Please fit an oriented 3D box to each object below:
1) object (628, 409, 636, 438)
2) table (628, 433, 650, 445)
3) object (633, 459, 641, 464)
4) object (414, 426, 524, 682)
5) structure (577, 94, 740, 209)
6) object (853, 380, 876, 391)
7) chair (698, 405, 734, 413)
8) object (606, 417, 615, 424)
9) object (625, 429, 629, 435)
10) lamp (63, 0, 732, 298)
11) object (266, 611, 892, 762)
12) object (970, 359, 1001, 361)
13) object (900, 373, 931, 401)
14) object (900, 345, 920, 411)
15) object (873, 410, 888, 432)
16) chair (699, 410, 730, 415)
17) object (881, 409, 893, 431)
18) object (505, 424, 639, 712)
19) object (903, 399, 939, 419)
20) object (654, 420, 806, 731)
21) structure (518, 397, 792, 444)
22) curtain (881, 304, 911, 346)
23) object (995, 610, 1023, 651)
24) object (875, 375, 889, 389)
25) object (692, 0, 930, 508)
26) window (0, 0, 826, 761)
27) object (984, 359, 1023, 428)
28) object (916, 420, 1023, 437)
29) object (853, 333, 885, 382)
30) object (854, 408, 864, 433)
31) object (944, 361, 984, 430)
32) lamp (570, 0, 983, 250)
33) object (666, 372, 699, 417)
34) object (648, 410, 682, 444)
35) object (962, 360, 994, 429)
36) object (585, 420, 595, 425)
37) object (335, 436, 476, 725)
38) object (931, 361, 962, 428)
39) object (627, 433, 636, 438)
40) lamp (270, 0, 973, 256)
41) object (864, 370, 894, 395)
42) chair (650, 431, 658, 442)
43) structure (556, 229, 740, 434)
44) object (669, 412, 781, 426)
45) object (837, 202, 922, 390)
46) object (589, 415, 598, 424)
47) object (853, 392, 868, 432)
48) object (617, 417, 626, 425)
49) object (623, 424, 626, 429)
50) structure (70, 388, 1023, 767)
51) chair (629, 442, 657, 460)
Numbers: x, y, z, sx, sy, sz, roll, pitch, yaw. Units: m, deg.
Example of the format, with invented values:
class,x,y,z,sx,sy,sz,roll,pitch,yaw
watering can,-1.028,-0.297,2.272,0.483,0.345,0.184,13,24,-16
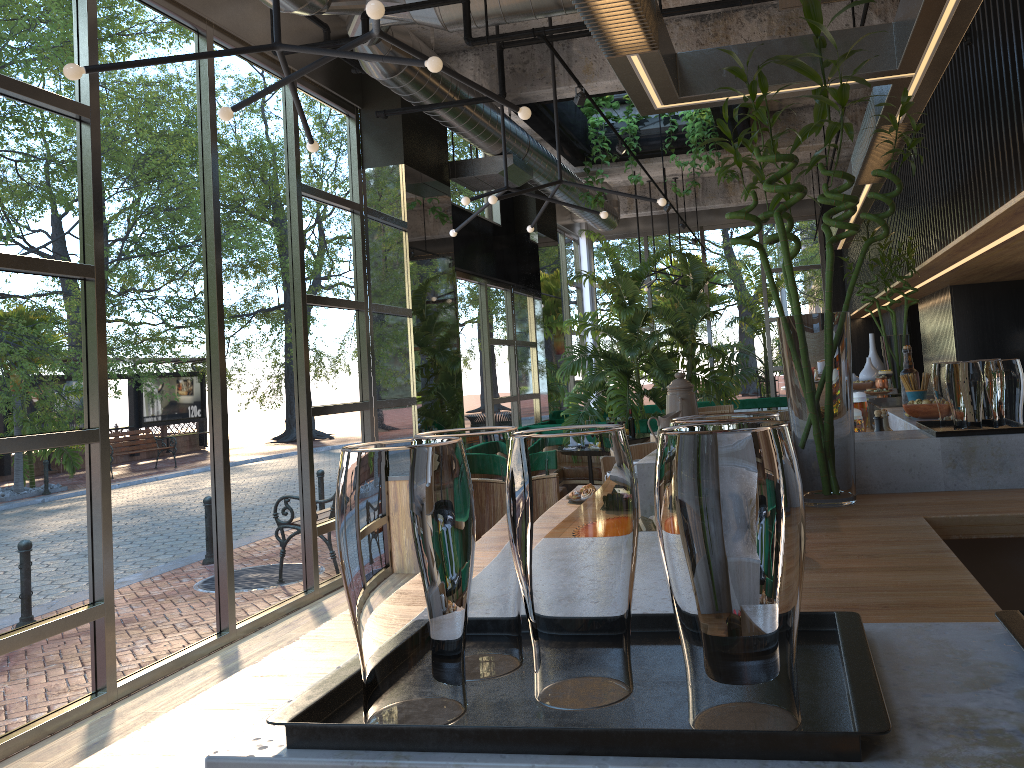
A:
class,x,y,z,sx,sy,sz,roll,pitch,yaw
object,1.242,0.406,9.240,0.065,0.300,0.071,-6,-4,31
table,0.969,0.950,9.407,1.132,0.753,1.066,-4,-1,-16
object,0.354,0.322,3.134,0.436,0.073,0.173,-4,0,-40
object,-0.035,0.146,0.786,0.101,0.210,0.109,-5,-3,30
structure,1.779,-2.834,10.350,2.063,1.521,1.481,-5,-2,44
object,2.442,0.007,6.164,0.185,0.073,0.235,-4,0,35
chair,1.724,0.659,6.867,0.527,0.972,0.566,-5,-3,25
object,1.080,0.463,9.701,0.102,0.201,0.102,-4,-3,4
object,1.187,0.507,9.386,0.097,0.064,0.165,-4,0,-13
lamp,1.343,-2.208,5.175,4.972,1.828,19.299,-4,0,17
object,0.069,0.235,0.725,0.428,0.019,0.278,-4,0,14
object,1.513,0.027,2.821,0.110,0.210,0.100,-2,-3,-30
object,1.618,0.037,3.559,0.108,0.162,0.102,-2,-3,-40
object,1.669,-0.025,3.726,0.078,0.277,0.071,-1,-5,-39
object,1.247,0.191,2.963,0.067,0.215,0.171,-6,-3,41
chair,1.477,0.681,6.076,0.558,0.972,0.535,-3,-3,-10
object,1.278,0.191,3.032,0.072,0.211,0.068,-3,-4,-18
object,0.051,0.141,0.706,0.101,0.210,0.109,-5,-3,30
object,1.551,0.087,3.305,0.185,0.073,0.235,-4,0,35
object,0.157,0.134,0.628,0.104,0.210,0.106,-4,-3,10
structure,1.245,0.565,4.804,5.894,1.553,20.536,-4,0,17
curtain,5.389,-0.033,12.410,0.119,2.064,3.343,-5,-1,17
object,0.593,0.200,0.609,0.428,0.019,0.278,-4,0,14
object,2.386,-0.004,5.792,0.160,0.107,0.086,-3,-2,-30
object,0.844,-0.448,2.501,0.653,1.554,0.601,-5,-3,20
window,0.028,-1.839,5.193,4.047,6.510,20.788,-4,0,17
object,1.434,0.034,2.580,0.110,0.210,0.100,-2,-3,-30
object,1.405,0.130,2.711,0.266,0.019,0.447,-4,0,16
object,2.569,-0.164,6.397,0.329,0.399,0.306,-3,-2,-26
object,1.469,0.191,3.852,0.109,0.172,0.139,-4,-2,9
object,1.334,0.040,2.614,0.110,0.210,0.100,-2,-3,-30
lamp,2.782,-2.149,3.836,4.902,2.138,6.835,-4,0,10
object,0.552,0.079,2.901,0.121,0.235,0.208,-3,-2,-15
object,0.475,0.142,2.707,0.096,0.120,0.090,-5,-2,24
object,1.424,0.033,2.707,0.110,0.210,0.100,-1,-4,-40
object,0.819,0.480,9.225,0.110,0.210,0.100,-1,-4,-40
object,-0.079,0.150,0.683,0.101,0.210,0.109,-5,-3,30
object,1.401,0.034,2.838,0.110,0.210,0.100,-2,-3,-30
object,1.146,0.552,9.398,0.230,0.019,0.365,-4,0,26
lamp,1.681,-2.421,9.590,3.710,1.535,10.225,-4,0,14
object,2.273,-0.008,5.551,0.204,0.135,0.827,-4,0,23
chair,1.014,0.723,4.544,0.569,0.972,0.524,-2,-3,-25
structure,1.758,-0.408,11.745,2.435,3.446,2.660,-4,-2,0
object,0.185,0.131,0.742,0.104,0.210,0.106,-4,-3,10
object,2.697,-0.601,6.372,0.612,1.554,0.640,-1,-4,-36
object,0.862,0.458,9.392,0.093,0.246,0.092,-3,-3,-2
object,1.591,0.151,4.055,0.078,0.233,0.071,-1,-5,-42
object,1.191,0.456,9.632,0.102,0.201,0.102,-4,-3,4
object,1.131,0.482,9.305,0.140,0.124,0.099,-4,-2,-5
structure,3.256,0.344,3.443,5.715,1.735,7.274,-4,0,15
chair,0.767,0.745,3.795,0.570,0.972,0.522,-2,-3,-28
